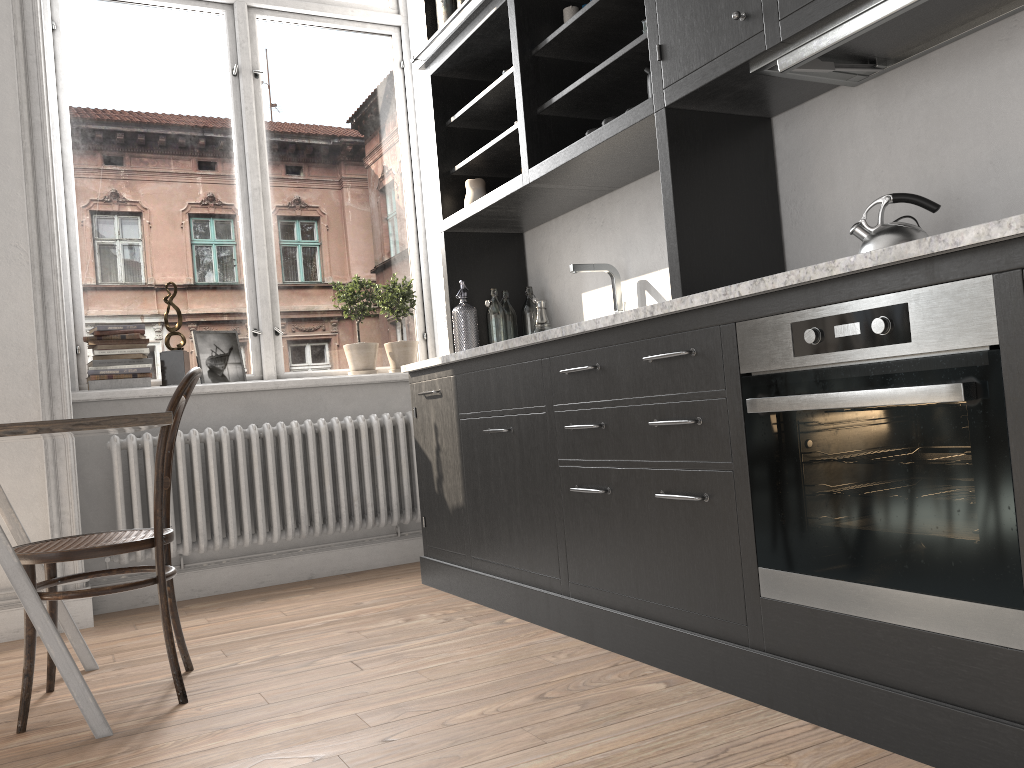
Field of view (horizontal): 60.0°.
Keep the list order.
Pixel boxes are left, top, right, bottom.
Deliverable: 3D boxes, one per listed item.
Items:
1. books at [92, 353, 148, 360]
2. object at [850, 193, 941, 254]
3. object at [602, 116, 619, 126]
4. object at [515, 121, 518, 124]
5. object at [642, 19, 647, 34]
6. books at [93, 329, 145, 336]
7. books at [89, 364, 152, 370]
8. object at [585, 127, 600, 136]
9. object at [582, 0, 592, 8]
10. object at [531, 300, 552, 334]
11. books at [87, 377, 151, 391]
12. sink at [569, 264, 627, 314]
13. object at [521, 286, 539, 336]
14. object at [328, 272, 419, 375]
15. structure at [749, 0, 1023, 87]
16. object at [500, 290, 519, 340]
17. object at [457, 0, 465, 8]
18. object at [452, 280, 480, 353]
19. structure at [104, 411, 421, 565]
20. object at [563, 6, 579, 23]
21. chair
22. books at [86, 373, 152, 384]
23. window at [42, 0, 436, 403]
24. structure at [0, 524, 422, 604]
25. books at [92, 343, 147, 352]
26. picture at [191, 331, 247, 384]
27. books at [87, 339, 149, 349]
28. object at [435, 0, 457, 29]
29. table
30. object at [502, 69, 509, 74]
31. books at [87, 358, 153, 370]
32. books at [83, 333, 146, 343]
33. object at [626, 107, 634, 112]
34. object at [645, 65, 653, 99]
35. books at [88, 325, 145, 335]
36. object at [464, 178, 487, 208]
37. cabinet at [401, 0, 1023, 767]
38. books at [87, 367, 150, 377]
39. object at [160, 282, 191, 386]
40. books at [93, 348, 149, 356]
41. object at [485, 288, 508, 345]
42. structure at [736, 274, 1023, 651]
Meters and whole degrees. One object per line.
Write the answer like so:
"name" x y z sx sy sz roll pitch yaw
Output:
"books" -1.746 -0.114 3.955 0.205 0.022 0.155 -4 -2 -13
"object" 0.892 -0.353 2.074 0.171 0.186 0.171 -4 -2 -17
"object" 0.337 -0.841 2.885 0.104 0.059 0.088 -6 -2 41
"object" 0.031 -1.041 3.621 0.039 0.055 0.049 -5 -2 -7
"object" 0.431 -1.098 2.795 0.058 0.094 0.058 -5 -1 12
"books" -1.755 -0.222 3.958 0.205 0.020 0.155 -4 -2 -28
"books" -1.747 -0.068 3.955 0.255 0.014 0.193 -4 -2 -24
"object" 0.292 -0.834 2.988 0.088 0.059 0.104 -4 -2 -39
"object" 0.278 -1.290 3.150 0.082 0.093 0.140 -6 -2 27
"object" 0.130 -0.246 3.784 0.132 0.219 0.120 -4 -2 -27
"books" -1.744 0.006 3.935 0.248 0.043 0.192 -4 -2 -28
"sink" 0.205 -0.192 3.265 0.514 0.504 0.526 -4 -2 -28
"object" 0.087 -0.278 3.907 0.086 0.301 0.086 -5 -1 18
"object" -0.687 -0.307 4.527 0.500 0.524 0.234 -4 -2 -38
"structure" 0.955 -0.849 1.954 0.379 0.123 0.844 -4 -2 -28
"object" -0.019 -0.267 3.971 0.086 0.301 0.086 -5 -1 -13
"object" -0.176 -1.621 3.772 0.114 0.155 0.114 -4 -2 -24
"object" -0.204 -0.281 3.860 0.109 0.349 0.109 -6 -2 43
"structure" -1.042 0.447 4.105 1.577 0.552 0.194 -4 -2 -28
"object" 0.227 -1.303 3.256 0.059 0.135 0.082 -6 -2 30
"chair" -1.137 0.428 2.522 0.549 0.920 0.438 -5 -1 -15
"books" -1.745 -0.026 3.936 0.249 0.023 0.175 -4 -2 -32
"window" 2.482 -5.970 10.120 14.381 15.932 26.410 -4 -2 -28
"structure" -2.788 -1.192 3.227 5.180 4.473 0.340 -4 -2 -27
"books" -1.750 -0.159 3.956 0.205 0.022 0.155 -4 -2 -33
"picture" -1.397 -0.119 4.189 0.221 0.264 0.149 -3 -2 -44
"books" -1.756 -0.179 3.955 0.243 0.019 0.174 -4 -2 -28
"object" -0.263 -1.651 3.890 0.118 0.238 0.118 -4 -2 -42
"table" -2.012 0.559 2.110 2.199 0.779 1.101 -4 -2 -28
"object" -0.005 -1.239 3.619 0.064 0.069 0.064 -5 -2 20
"books" -1.750 -0.089 3.956 0.245 0.028 0.193 -4 -2 -33
"books" -1.765 -0.200 3.951 0.231 0.023 0.162 -5 -2 -12
"object" 0.402 -0.849 2.806 0.104 0.059 0.088 -4 -2 -19
"object" 0.475 -0.925 2.705 0.124 0.191 0.129 -5 -1 0
"books" -1.766 -0.243 3.964 0.201 0.024 0.159 -4 -2 -38
"object" -0.150 -0.811 3.873 0.116 0.144 0.127 -6 -2 41
"cabinet" 0.461 -1.044 2.593 0.635 3.582 3.252 -4 -2 -28
"books" -1.747 -0.049 3.937 0.249 0.023 0.175 -4 -2 -27
"object" -1.555 -0.229 4.068 0.122 0.488 0.102 -5 -1 -3
"books" -1.747 -0.137 3.962 0.222 0.024 0.158 -4 -2 -28
"object" -0.067 -0.266 3.857 0.086 0.301 0.086 -4 -2 -42
"structure" 0.921 0.133 1.862 0.618 0.623 0.622 -4 -2 -28
